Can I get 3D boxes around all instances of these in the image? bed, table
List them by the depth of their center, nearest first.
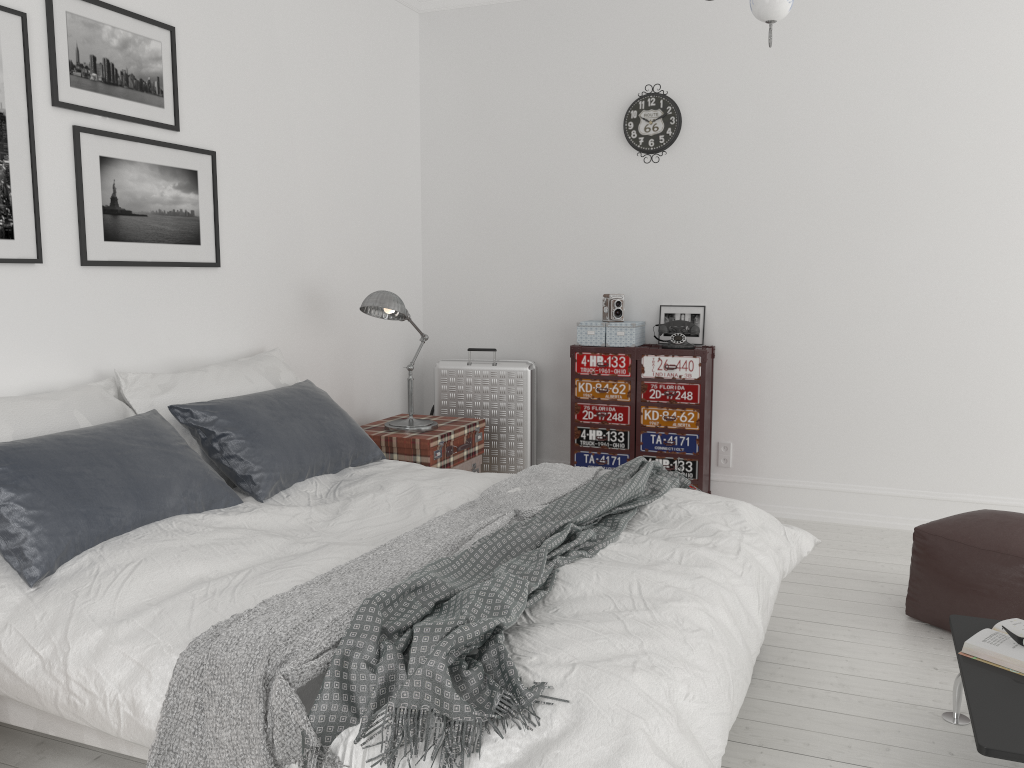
[{"bbox_3d":[1.539,0.910,2.159,0.824,0.313,0.833,3,8,22],"label":"table"},{"bbox_3d":[-0.383,0.524,2.813,2.473,0.926,2.217,3,8,22],"label":"bed"}]

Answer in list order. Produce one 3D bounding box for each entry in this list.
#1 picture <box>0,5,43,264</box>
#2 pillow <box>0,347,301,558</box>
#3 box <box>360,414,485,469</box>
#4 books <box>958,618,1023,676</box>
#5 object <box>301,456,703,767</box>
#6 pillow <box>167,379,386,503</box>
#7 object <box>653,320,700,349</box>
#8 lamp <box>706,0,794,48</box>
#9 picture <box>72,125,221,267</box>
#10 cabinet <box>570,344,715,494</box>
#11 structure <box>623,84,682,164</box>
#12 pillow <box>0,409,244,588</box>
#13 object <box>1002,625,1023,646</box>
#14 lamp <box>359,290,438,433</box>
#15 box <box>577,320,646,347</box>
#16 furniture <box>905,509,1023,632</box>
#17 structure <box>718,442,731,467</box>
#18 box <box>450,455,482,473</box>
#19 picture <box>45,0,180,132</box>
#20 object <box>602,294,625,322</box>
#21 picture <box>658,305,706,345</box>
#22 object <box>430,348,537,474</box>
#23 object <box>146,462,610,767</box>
[{"bbox_3d":[-1.693,-0.778,2.698,0.015,0.810,0.545,3,8,22],"label":"picture"},{"bbox_3d":[-1.249,0.188,3.145,0.465,0.529,1.965,3,8,21],"label":"pillow"},{"bbox_3d":[-0.489,0.306,4.585,0.537,0.185,0.647,3,8,22],"label":"box"},{"bbox_3d":[1.405,0.705,2.390,0.342,0.040,0.231,-5,9,-36],"label":"books"},{"bbox_3d":[0.218,0.562,2.583,0.536,0.377,2.154,3,8,24],"label":"object"},{"bbox_3d":[-0.883,0.200,3.468,0.405,0.339,0.842,3,8,22],"label":"pillow"},{"bbox_3d":[0.895,-0.272,4.840,0.181,0.155,0.216,-6,9,-38],"label":"object"},{"bbox_3d":[0.664,-1.422,2.212,0.528,1.123,0.594,3,8,22],"label":"lamp"},{"bbox_3d":[-1.394,-0.702,3.454,0.015,0.486,0.720,3,8,22],"label":"picture"},{"bbox_3d":[0.720,0.252,4.966,0.762,0.942,0.281,3,8,22],"label":"cabinet"},{"bbox_3d":[0.769,-1.437,4.888,0.330,0.427,0.043,3,8,22],"label":"structure"},{"bbox_3d":[-1.228,0.302,2.651,0.405,0.329,0.837,3,8,22],"label":"pillow"},{"bbox_3d":[1.408,0.676,2.383,0.141,0.030,0.135,1,7,7],"label":"object"},{"bbox_3d":[-0.543,-0.112,4.372,0.269,0.699,0.488,3,8,22],"label":"lamp"},{"bbox_3d":[0.557,-0.284,4.973,0.332,0.131,0.242,3,8,22],"label":"box"},{"bbox_3d":[1.887,0.709,3.348,0.646,0.423,0.646,-5,9,-34],"label":"furniture"},{"bbox_3d":[1.189,0.396,4.961,0.070,0.140,0.009,3,8,22],"label":"structure"},{"bbox_3d":[-0.506,0.496,4.554,0.537,0.185,0.647,3,8,22],"label":"box"},{"bbox_3d":[-1.448,-1.178,3.260,0.015,0.403,0.592,3,8,22],"label":"picture"},{"bbox_3d":[0.574,-0.426,4.952,0.121,0.157,0.117,-2,7,-18],"label":"object"},{"bbox_3d":[0.948,-0.329,4.954,0.254,0.218,0.037,3,8,22],"label":"picture"},{"bbox_3d":[-0.176,0.229,5.285,0.647,0.902,0.208,1,7,12],"label":"object"},{"bbox_3d":[-0.134,0.651,2.715,0.521,0.500,2.236,3,8,25],"label":"object"}]
